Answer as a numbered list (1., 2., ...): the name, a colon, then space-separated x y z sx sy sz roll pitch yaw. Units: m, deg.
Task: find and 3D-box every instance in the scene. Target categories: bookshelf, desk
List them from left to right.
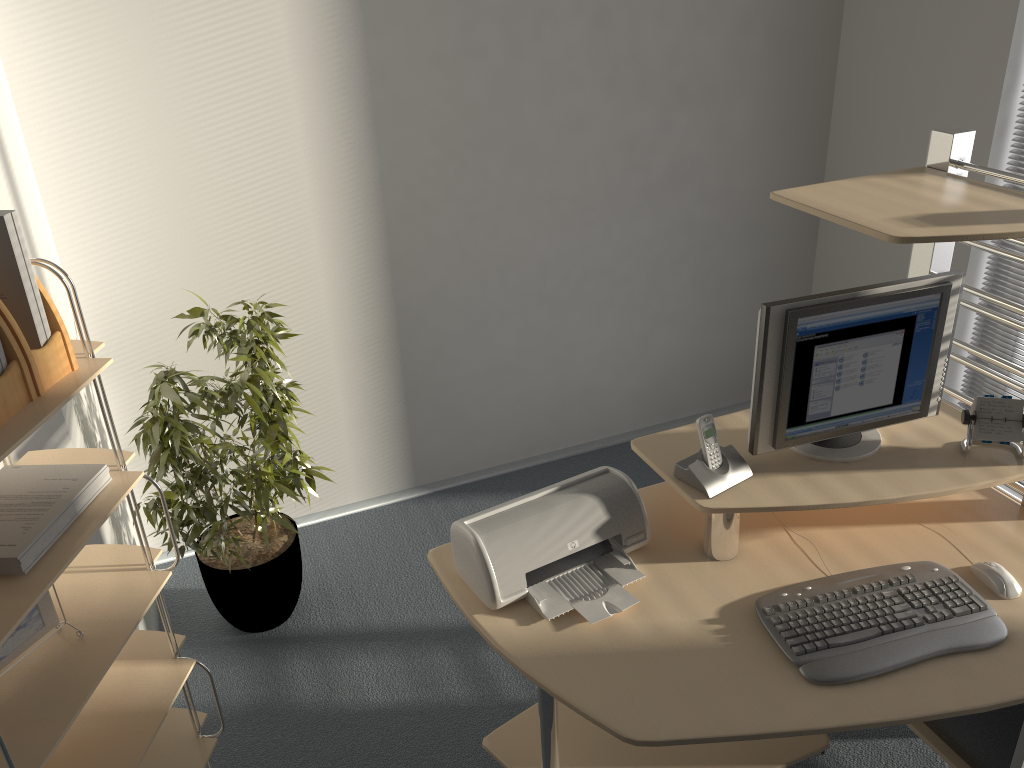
1. bookshelf: -0.907 0.609 1.691 0.381 1.572 0.724 0 27 6
2. desk: 0.648 0.395 1.953 1.469 1.566 0.967 -13 28 -19

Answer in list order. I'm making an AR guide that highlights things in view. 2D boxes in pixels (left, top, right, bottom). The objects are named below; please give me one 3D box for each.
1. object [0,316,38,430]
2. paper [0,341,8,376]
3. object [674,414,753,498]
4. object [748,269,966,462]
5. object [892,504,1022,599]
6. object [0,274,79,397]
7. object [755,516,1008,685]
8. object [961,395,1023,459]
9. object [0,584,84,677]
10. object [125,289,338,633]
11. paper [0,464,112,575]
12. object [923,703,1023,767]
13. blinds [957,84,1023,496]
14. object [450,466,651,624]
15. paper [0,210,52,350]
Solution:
1. object: -0.938 -0.065 1.414 0.243 0.259 0.113 0 27 6
2. paper: -0.939 -0.092 1.424 0.213 0.297 0.045 0 27 6
3. object: 0.466 0.150 2.046 0.150 0.151 0.119 -21 32 -31
4. object: 0.792 -0.056 2.124 0.516 0.418 0.245 -6 27 -6
5. object: 0.999 0.304 2.226 0.168 0.088 0.742 -12 28 -17
6. object: -0.922 -0.122 1.524 0.243 0.259 0.113 1 27 8
7. object: 0.695 0.390 2.093 0.478 0.082 0.814 -9 28 -12
8. object: 1.144 0.098 2.096 0.154 0.135 0.093 4 28 14
9. object: -0.894 0.451 1.599 0.077 0.161 0.192 9 29 22
10. object: -0.858 0.279 2.815 0.544 1.147 0.644 1 27 7
11. paper: -0.902 0.238 1.608 0.213 0.046 0.297 0 27 5
12. object: 1.183 0.701 2.253 0.199 0.422 0.471 -13 28 -19
13. blinds: 2.086 -0.562 2.161 0.037 2.749 1.950 -13 28 -19
14. object: 0.131 0.367 1.992 0.438 0.162 0.351 -17 30 -26
15. paper: -0.921 -0.149 1.533 0.213 0.297 0.045 1 27 8
